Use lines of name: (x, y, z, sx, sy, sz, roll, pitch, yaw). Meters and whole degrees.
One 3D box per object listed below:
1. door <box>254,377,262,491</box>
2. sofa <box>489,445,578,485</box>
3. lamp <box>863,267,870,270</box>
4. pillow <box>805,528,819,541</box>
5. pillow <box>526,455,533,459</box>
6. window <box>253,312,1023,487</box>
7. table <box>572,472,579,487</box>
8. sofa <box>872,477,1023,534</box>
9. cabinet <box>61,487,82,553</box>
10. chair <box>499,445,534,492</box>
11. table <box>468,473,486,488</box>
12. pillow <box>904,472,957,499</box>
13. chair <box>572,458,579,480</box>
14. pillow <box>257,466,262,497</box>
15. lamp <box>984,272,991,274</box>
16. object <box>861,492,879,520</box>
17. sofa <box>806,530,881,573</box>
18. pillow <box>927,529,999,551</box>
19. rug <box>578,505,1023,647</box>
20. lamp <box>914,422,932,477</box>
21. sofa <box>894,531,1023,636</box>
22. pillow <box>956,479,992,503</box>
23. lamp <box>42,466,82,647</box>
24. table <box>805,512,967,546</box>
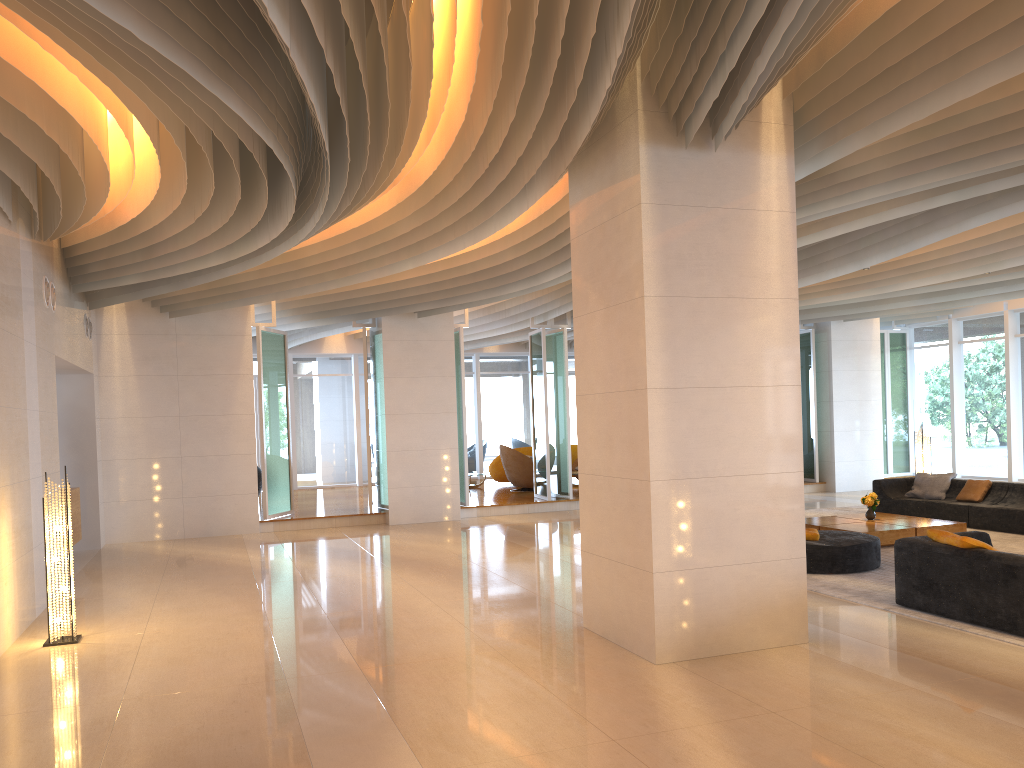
door: (-6.165, 1.221, 21.588, 1.474, 2.773, 0.059, -2, 1, -20)
sofa: (0.661, 1.920, 21.280, 2.598, 0.901, 1.094, -1, -2, -30)
lamp: (4.565, -2.240, 11.481, 0.088, 1.507, 0.090, -2, 1, 25)
pillow: (3.118, 1.612, 9.629, 0.407, 0.136, 0.420, -2, -2, 14)
pillow: (0.384, 1.649, 18.763, 0.479, 0.454, 0.611, -1, -1, -38)
window: (9.503, -0.049, 10.354, 53.618, 3.221, 22.500, -4, -3, 36)
table: (1.380, 2.113, 19.528, 0.831, 0.318, 1.063, 0, -3, -38)
sofa: (6.665, 1.675, 12.267, 0.951, 0.582, 3.739, -1, -2, -19)
cabinet: (-5.531, 1.615, 10.517, 0.565, 0.662, 1.495, -2, -2, -19)
chair: (0.317, 1.786, 19.083, 1.143, 1.006, 1.508, -2, -1, -12)
table: (-1.095, 2.230, 20.309, 1.088, 0.318, 0.812, -1, -2, -13)
pillow: (6.376, 1.546, 13.521, 0.556, 0.378, 0.628, -1, -2, -42)
chair: (2.048, 1.780, 20.336, 1.153, 1.006, 1.496, -1, -1, -32)
pillow: (-5.211, 1.836, 15.793, 1.535, 1.006, 1.123, -1, -1, -22)
lamp: (6.517, -2.276, 12.203, 0.088, 1.507, 0.090, -2, 1, 25)
object: (4.733, 1.602, 11.710, 0.234, 0.377, 0.267, -2, 0, 13)
sofa: (3.332, 1.727, 11.638, 2.854, 0.653, 5.037, -1, -2, -19)
pillow: (3.707, 1.364, 7.090, 0.546, 0.378, 0.639, -2, -2, 3)
rug: (6.202, 1.764, 7.002, 5.570, 0.022, 16.055, -1, -3, -19)
lamp: (6.768, 1.348, 14.592, 0.253, 1.451, 0.247, -2, 1, -20)
sofa: (4.253, 1.489, 5.931, 0.951, 0.582, 3.739, -1, -2, -19)
pillow: (6.630, 1.531, 12.727, 0.325, 0.312, 0.403, -2, -1, -22)
lamp: (-3.722, 1.397, 7.288, 0.253, 1.451, 0.247, -2, 1, -20)
table: (4.658, 1.895, 11.528, 1.617, 0.220, 1.584, -1, -3, -20)
